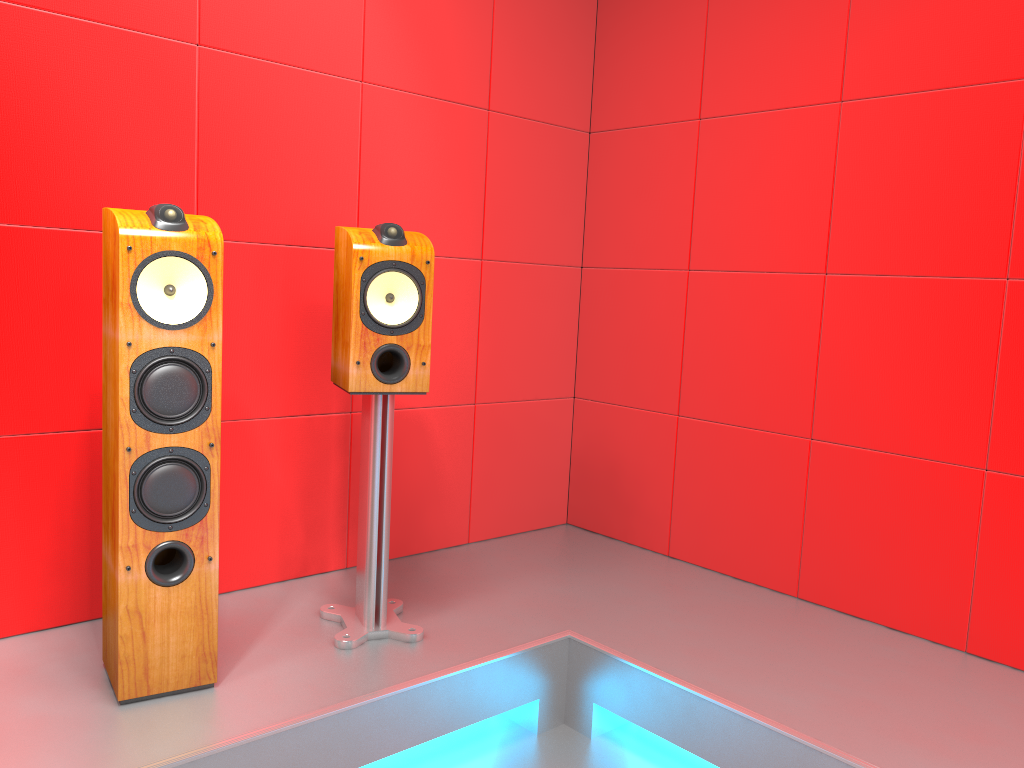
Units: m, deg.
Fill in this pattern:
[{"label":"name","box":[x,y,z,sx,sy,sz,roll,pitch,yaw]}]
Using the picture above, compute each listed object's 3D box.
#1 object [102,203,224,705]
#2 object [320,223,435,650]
[{"label":"object","box":[-0.772,0.140,1.948,0.203,1.052,0.238,-1,7,-32]},{"label":"object","box":[-0.350,0.120,2.299,0.231,1.058,0.265,0,7,-22]}]
